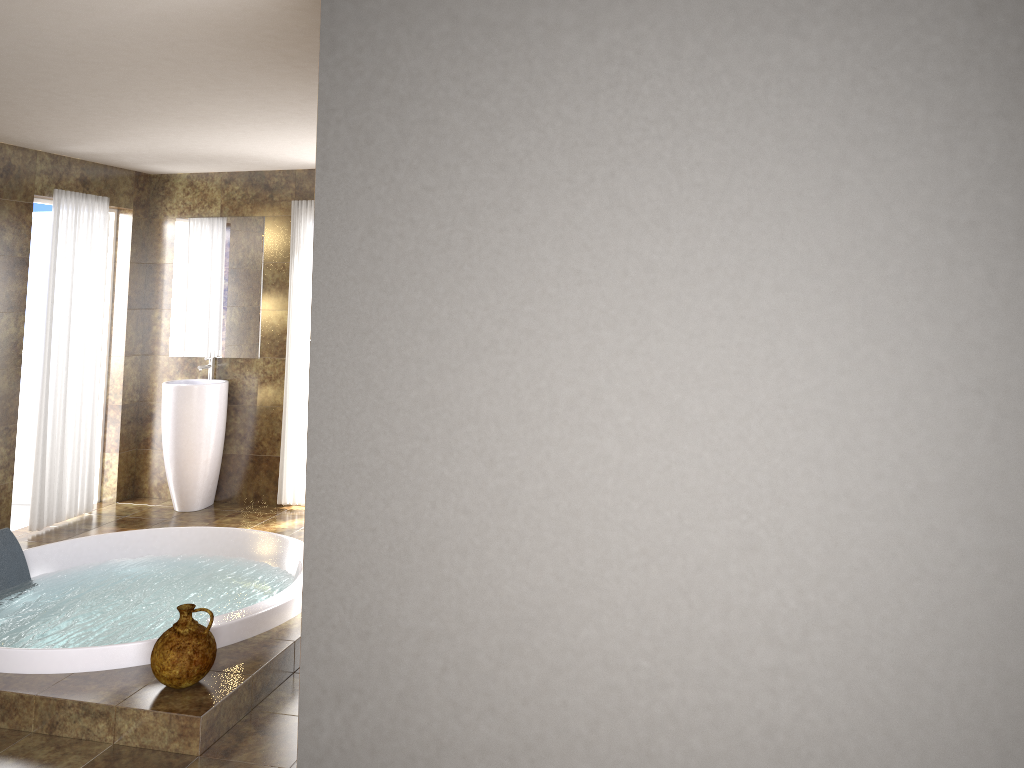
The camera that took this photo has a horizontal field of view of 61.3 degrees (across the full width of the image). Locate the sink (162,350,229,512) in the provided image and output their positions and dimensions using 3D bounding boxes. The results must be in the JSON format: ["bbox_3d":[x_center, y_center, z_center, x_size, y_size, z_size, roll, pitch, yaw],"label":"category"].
[{"bbox_3d":[-2.340,0.335,6.335,0.458,1.149,0.430,-1,-6,16],"label":"sink"}]

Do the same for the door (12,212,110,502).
[{"bbox_3d":[-3.618,-0.228,6.621,0.961,2.253,0.039,0,-7,3],"label":"door"}]

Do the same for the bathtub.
[{"bbox_3d":[-1.797,1.061,4.127,1.748,0.527,1.747,5,7,44],"label":"bathtub"}]

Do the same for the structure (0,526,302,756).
[{"bbox_3d":[-1.795,1.069,4.127,2.004,0.125,1.999,2,6,13],"label":"structure"}]

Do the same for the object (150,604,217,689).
[{"bbox_3d":[-1.215,0.967,3.206,0.230,0.278,0.227,1,-2,-15],"label":"object"}]

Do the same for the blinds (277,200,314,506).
[{"bbox_3d":[-1.455,-0.255,6.393,0.518,2.291,0.066,-1,-7,13],"label":"blinds"}]

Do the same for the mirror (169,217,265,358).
[{"bbox_3d":[-2.284,-0.752,6.682,0.767,1.104,0.008,0,-7,13],"label":"mirror"}]

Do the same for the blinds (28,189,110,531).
[{"bbox_3d":[-3.041,-0.213,6.004,0.068,2.302,0.589,-2,-6,14],"label":"blinds"}]
